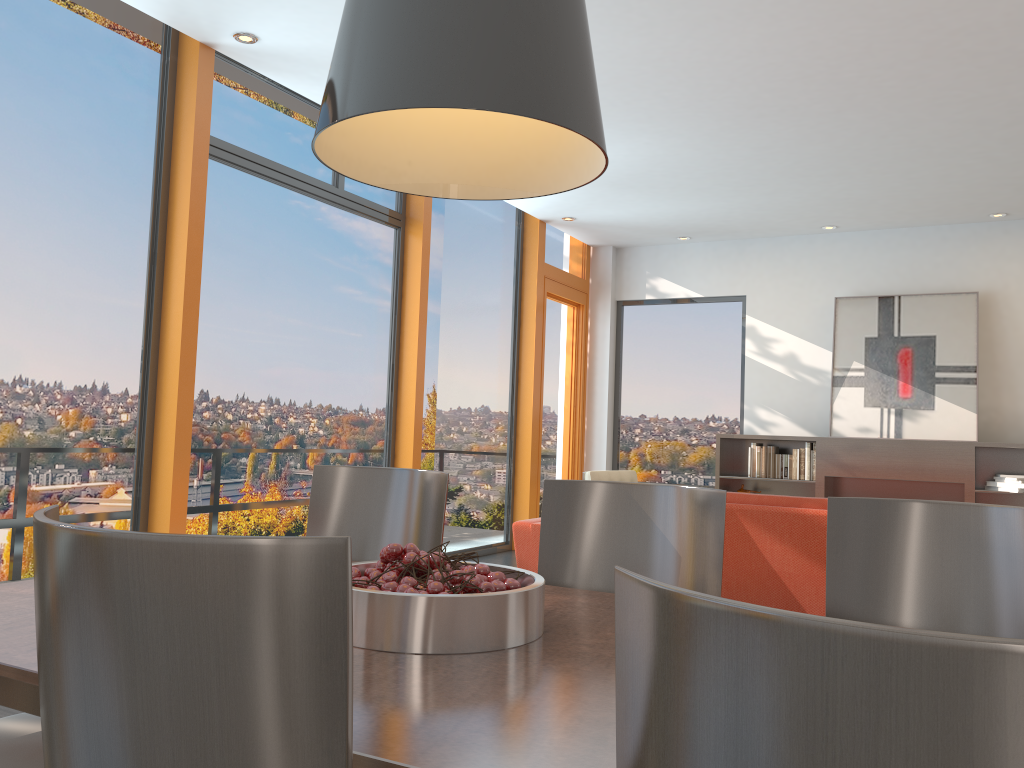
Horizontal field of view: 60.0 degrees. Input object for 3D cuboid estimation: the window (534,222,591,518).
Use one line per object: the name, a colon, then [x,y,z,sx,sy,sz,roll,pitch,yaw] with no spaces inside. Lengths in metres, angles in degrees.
window: [0.439,-0.059,9.041,0.211,3.348,1.156,0,-4,28]

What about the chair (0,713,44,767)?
chair: [-0.930,0.646,1.472,0.548,0.968,0.614,0,-4,28]

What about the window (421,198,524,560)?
window: [-0.401,-0.169,7.669,0.070,3.348,1.842,0,-4,28]

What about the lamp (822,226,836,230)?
lamp: [2.996,-1.475,8.377,0.129,0.010,0.129,3,-3,-17]

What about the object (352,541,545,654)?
object: [-0.151,0.381,1.679,0.427,0.154,0.426,3,-4,-18]

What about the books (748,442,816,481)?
books: [2.514,0.699,8.165,0.592,0.340,0.324,0,-4,28]

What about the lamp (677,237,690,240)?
lamp: [1.750,-1.483,9.043,0.129,0.010,0.129,3,-3,-17]

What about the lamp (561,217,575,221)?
lamp: [0.534,-1.564,8.417,0.129,0.010,0.129,3,-3,-17]

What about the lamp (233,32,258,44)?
lamp: [-1.426,-1.849,4.747,0.129,0.010,0.129,3,-3,-17]

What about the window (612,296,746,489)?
window: [1.744,0.006,9.283,1.410,3.342,0.065,0,-4,28]

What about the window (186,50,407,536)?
window: [-1.380,-0.312,5.836,0.070,3.348,2.103,0,-4,28]

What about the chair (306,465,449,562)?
chair: [-0.480,0.714,2.362,0.548,0.968,0.614,0,-4,28]

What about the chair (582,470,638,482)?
chair: [0.971,1.082,6.735,0.707,0.817,0.699,-1,-5,38]

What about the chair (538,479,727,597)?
chair: [0.195,0.719,2.001,0.548,0.968,0.614,0,-4,28]

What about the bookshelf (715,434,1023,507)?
bookshelf: [3.516,1.073,7.708,3.387,1.163,0.570,0,-4,28]

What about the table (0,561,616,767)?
table: [-0.091,0.838,1.590,2.151,0.765,1.171,0,-4,28]

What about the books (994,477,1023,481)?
books: [4.164,0.781,7.297,0.300,0.020,0.210,3,-4,-22]

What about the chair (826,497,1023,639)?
chair: [0.811,0.722,1.672,0.548,0.968,0.614,0,-4,28]

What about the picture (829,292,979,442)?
picture: [3.516,-0.161,7.984,1.208,1.339,0.269,0,-4,28]

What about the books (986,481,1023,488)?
books: [4.162,0.830,7.294,0.398,0.038,0.314,4,-4,-32]

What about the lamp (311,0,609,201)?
lamp: [-0.069,-1.218,1.768,0.567,1.581,0.567,5,-4,-33]

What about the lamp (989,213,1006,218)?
lamp: [4.229,-1.468,7.718,0.129,0.010,0.129,3,-3,-17]

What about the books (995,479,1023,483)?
books: [4.163,0.801,7.296,0.300,0.020,0.210,4,-4,-32]

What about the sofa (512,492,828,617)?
sofa: [1.362,0.956,4.385,2.597,0.853,1.037,0,-4,28]

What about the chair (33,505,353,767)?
chair: [-0.314,0.650,1.143,0.548,0.968,0.614,0,-4,28]

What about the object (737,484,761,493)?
object: [2.190,1.091,8.365,0.201,0.291,0.245,5,-5,-42]

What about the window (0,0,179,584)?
window: [-2.612,-0.491,3.529,0.070,3.348,2.922,0,-4,28]

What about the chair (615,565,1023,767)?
chair: [0.361,0.654,0.783,0.548,0.968,0.614,0,-4,28]

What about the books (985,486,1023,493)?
books: [4.161,0.867,7.291,0.398,0.038,0.314,3,-4,-22]

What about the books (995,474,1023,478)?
books: [4.165,0.761,7.298,0.300,0.020,0.210,1,-3,18]
